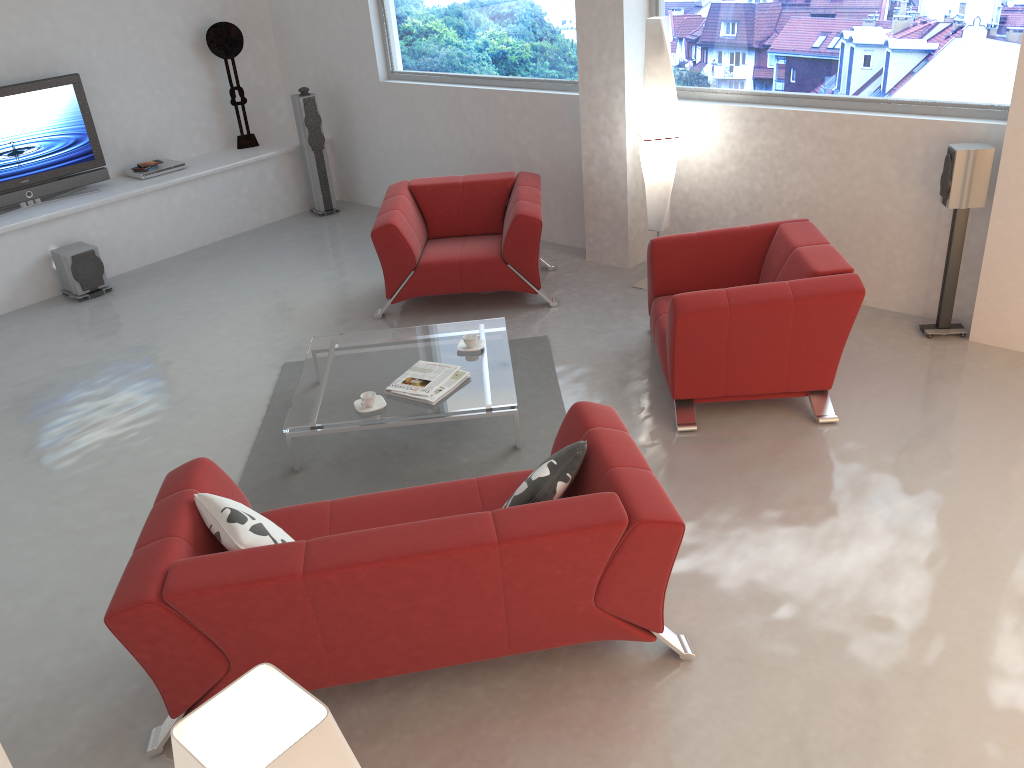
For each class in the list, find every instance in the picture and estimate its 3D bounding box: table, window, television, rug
[{"bbox_3d":[-0.572,0.037,4.897,1.162,0.286,1.097,-6,28,-1],"label":"table"},{"bbox_3d":[-0.261,-3.260,6.890,2.400,1.800,0.100,19,36,38],"label":"window"},{"bbox_3d":[-3.956,-1.861,7.017,0.343,0.919,1.356,19,36,38],"label":"television"},{"bbox_3d":[1.838,-2.549,5.179,2.400,1.800,0.100,19,36,38],"label":"window"},{"bbox_3d":[-0.560,0.171,4.954,1.700,0.025,1.700,-6,28,-1],"label":"rug"}]

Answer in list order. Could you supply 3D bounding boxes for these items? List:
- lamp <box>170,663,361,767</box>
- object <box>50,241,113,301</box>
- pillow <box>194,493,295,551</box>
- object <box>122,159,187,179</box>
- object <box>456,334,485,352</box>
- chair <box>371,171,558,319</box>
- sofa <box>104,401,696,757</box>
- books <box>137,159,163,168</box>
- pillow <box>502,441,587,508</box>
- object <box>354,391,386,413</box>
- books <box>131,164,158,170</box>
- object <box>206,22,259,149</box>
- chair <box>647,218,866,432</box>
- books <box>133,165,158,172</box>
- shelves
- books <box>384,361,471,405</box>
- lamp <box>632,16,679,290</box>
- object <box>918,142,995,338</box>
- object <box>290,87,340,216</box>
[{"bbox_3d":[-0.171,1.097,1.239,0.313,1.779,0.313,-25,34,-33],"label":"lamp"},{"bbox_3d":[-3.448,-0.902,7.094,0.337,0.374,0.336,19,36,38],"label":"object"},{"bbox_3d":[-0.897,0.554,3.128,0.288,0.343,0.402,-26,34,-34],"label":"pillow"},{"bbox_3d":[-3.193,-1.924,7.925,0.352,0.045,0.430,19,36,38],"label":"object"},{"bbox_3d":[-0.234,-0.235,4.971,0.153,0.069,0.153,0,28,9],"label":"object"},{"bbox_3d":[-0.344,-1.024,6.392,1.288,0.738,0.951,-4,28,3],"label":"chair"},{"bbox_3d":[-0.376,0.636,3.261,1.929,0.738,0.951,-8,28,-6],"label":"sofa"},{"bbox_3d":[-3.204,-1.951,7.851,0.190,0.015,0.135,-24,33,-32],"label":"books"},{"bbox_3d":[0.086,0.415,3.220,0.288,0.343,0.402,14,33,32],"label":"pillow"},{"bbox_3d":[-0.716,0.084,4.453,0.153,0.069,0.153,-15,29,-17],"label":"object"},{"bbox_3d":[-3.240,-1.919,7.829,0.135,0.015,0.190,6,30,21],"label":"books"},{"bbox_3d":[-2.594,-2.787,8.303,0.331,1.130,0.108,-16,30,-19],"label":"object"},{"bbox_3d":[1.267,-0.400,4.932,0.951,0.738,1.288,-4,28,3],"label":"chair"},{"bbox_3d":[-3.237,-1.905,7.834,0.135,0.015,0.190,-1,28,8],"label":"books"},{"bbox_3d":[-3.826,-1.407,7.175,0.650,0.050,5.500,19,36,38],"label":"shelves"},{"bbox_3d":[-0.444,-0.017,4.633,0.345,0.035,0.367,12,32,29],"label":"books"},{"bbox_3d":[0.981,-1.503,5.949,0.313,1.779,0.313,13,33,31],"label":"lamp"},{"bbox_3d":[2.534,-0.799,5.063,0.229,1.112,0.214,-1,28,8],"label":"object"},{"bbox_3d":[-1.880,-2.208,8.420,0.255,1.184,0.273,-21,32,-27],"label":"object"}]
